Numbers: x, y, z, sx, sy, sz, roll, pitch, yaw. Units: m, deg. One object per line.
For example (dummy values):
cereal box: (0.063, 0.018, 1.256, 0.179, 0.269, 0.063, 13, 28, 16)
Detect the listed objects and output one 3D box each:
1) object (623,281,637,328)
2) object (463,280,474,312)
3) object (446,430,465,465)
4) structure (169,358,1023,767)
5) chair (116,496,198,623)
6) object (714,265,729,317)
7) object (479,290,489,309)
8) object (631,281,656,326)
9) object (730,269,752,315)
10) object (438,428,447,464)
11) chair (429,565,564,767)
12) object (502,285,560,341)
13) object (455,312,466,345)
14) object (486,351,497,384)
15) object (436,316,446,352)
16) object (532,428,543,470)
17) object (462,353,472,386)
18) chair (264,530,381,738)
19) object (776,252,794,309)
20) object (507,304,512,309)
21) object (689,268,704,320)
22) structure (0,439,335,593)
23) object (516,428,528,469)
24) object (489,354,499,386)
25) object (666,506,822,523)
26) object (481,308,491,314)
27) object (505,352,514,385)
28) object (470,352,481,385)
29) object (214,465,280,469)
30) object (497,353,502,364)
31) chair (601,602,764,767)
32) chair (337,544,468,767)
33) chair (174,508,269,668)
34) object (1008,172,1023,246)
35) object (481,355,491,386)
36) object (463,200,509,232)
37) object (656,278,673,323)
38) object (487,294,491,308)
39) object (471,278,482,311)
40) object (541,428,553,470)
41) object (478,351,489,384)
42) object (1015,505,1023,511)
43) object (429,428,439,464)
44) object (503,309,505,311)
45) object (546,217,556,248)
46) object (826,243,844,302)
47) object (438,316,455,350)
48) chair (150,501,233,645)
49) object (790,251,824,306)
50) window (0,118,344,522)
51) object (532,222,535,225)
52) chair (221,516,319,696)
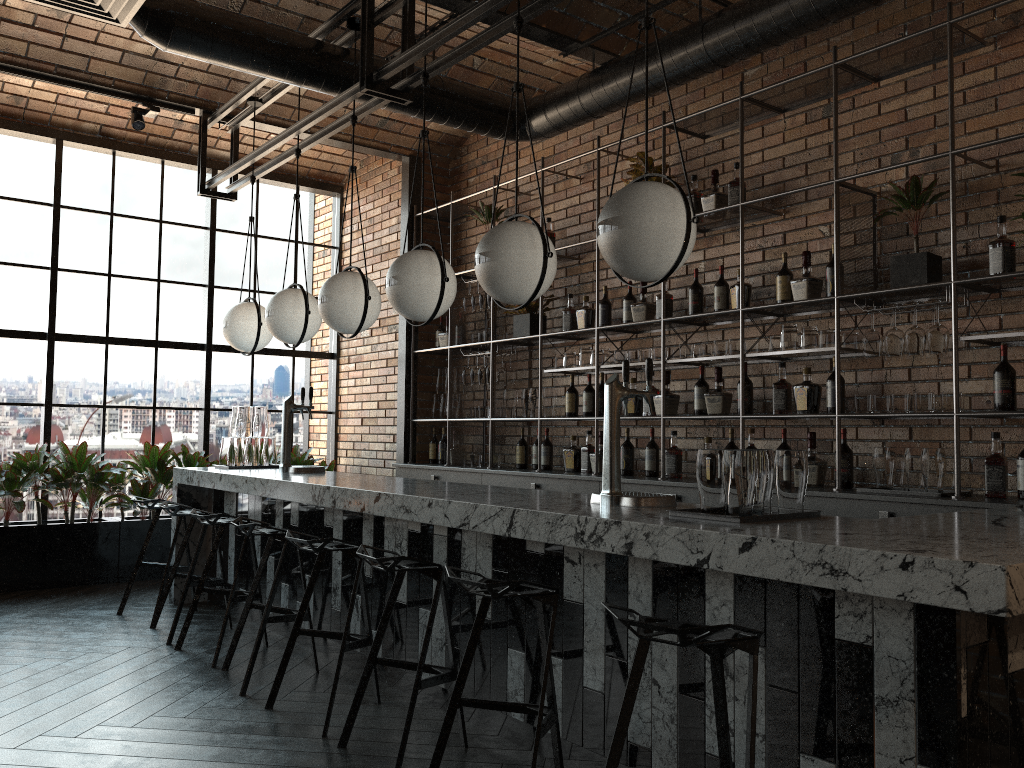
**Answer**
object: (0.749, -0.507, 5.633, 0.086, 0.298, 0.086, 0, -3, 11)
object: (-0.332, -0.684, 6.898, 0.092, 0.244, 0.092, 3, -4, -32)
object: (-0.450, 0.509, 7.092, 0.123, 0.279, 0.123, 2, -4, -24)
structure: (0.108, 0.687, 4.430, 1.930, 1.430, 5.346, 3, -4, -37)
chair: (-2.148, 1.069, 5.526, 0.475, 0.737, 0.414, -2, -4, 42)
object: (1.202, -0.534, 5.083, 0.086, 0.298, 0.086, 0, -3, 11)
object: (-0.205, -0.692, 6.732, 0.092, 0.244, 0.092, 3, -4, -32)
object: (0.818, -0.503, 5.508, 0.123, 0.279, 0.123, -2, -4, 41)
object: (1.273, -0.515, 4.935, 0.094, 0.248, 0.151, 1, -3, -9)
object: (-0.554, 0.504, 7.210, 0.086, 0.297, 0.086, 1, -3, -4)
chair: (0.017, 0.932, 2.705, 0.414, 0.737, 0.475, 4, -4, -42)
object: (0.145, -0.585, 6.371, 0.425, 0.526, 0.430, 2, -4, -25)
object: (-0.413, -0.435, 7.141, 0.086, 0.299, 0.086, 0, -3, 11)
object: (-0.149, -0.124, 6.617, 0.092, 0.244, 0.092, 3, -4, -32)
object: (-0.594, -0.421, 7.423, 0.086, 0.298, 0.086, 0, -3, 11)
object: (0.191, 0.462, 6.332, 0.086, 0.298, 0.086, 0, -3, 11)
object: (-0.339, -0.112, 6.865, 0.092, 0.244, 0.092, 3, -4, -32)
chair: (-0.714, 0.979, 3.658, 0.414, 0.737, 0.475, 4, -4, -42)
object: (1.451, -0.551, 4.716, 0.086, 0.299, 0.086, 0, -3, 11)
object: (-0.011, -0.689, 6.750, 0.092, 0.244, 0.092, 3, -4, -32)
object: (1.079, -0.529, 5.196, 0.086, 0.299, 0.086, 0, -3, 11)
structure: (-3.068, 0.967, 6.835, 4.107, 1.072, 0.757, 3, -4, -38)
object: (0.075, 0.468, 6.441, 0.086, 0.299, 0.086, 0, -3, 11)
object: (-0.141, -0.109, 6.878, 0.092, 0.244, 0.092, 3, -4, -32)
object: (0.728, 0.404, 2.767, 0.437, 0.019, 0.273, 3, -4, -37)
object: (-0.201, -0.677, 6.998, 0.092, 0.244, 0.092, 3, -4, -32)
object: (-0.018, -0.117, 6.717, 0.092, 0.244, 0.092, 3, -4, -32)
object: (-0.272, -0.116, 6.778, 0.092, 0.244, 0.092, 3, -4, -32)
object: (-1.785, 0.563, 6.046, 0.437, 0.019, 0.273, 3, -4, -37)
object: (-0.081, -0.113, 6.799, 0.092, 0.244, 0.092, 3, -4, -32)
chair: (0.445, 0.905, 2.147, 0.475, 0.737, 0.414, -2, -4, 42)
chair: (-0.338, 0.955, 3.167, 0.414, 0.737, 0.475, 3, -4, -32)
chair: (-1.458, 1.025, 4.627, 0.414, 0.737, 0.475, 4, -4, -42)
object: (2.046, -0.334, 3.000, 0.673, 1.546, 0.584, 1, -3, 1)
object: (-0.208, -0.105, 6.965, 0.092, 0.244, 0.092, 3, -4, -32)
object: (-0.165, -1.146, 6.906, 0.377, 0.554, 0.422, -2, -4, 40)
object: (0.927, -0.511, 5.389, 0.083, 0.282, 0.083, 3, -4, -37)
object: (-0.142, -0.696, 6.650, 0.092, 0.244, 0.092, 3, -4, -32)
object: (-0.265, -0.688, 6.811, 0.092, 0.244, 0.092, 3, -4, -32)
object: (0.244, 0.456, 6.223, 0.086, 0.298, 0.086, 0, -3, 11)
object: (-0.212, -0.120, 6.699, 0.092, 0.244, 0.092, 3, -4, -32)
object: (2.052, 0.434, 2.983, 0.622, 0.014, 0.622, -1, -4, 25)
object: (-0.646, 0.513, 7.381, 0.086, 0.299, 0.086, 0, -3, 11)
object: (-0.074, -0.685, 6.832, 0.092, 0.244, 0.092, 3, -4, -32)
object: (0.260, -1.041, 6.300, 0.083, 0.282, 0.083, 2, -4, -22)
object: (1.630, -0.563, 4.478, 0.086, 0.297, 0.086, 0, -3, 11)
object: (-0.521, -0.419, 7.253, 0.123, 0.279, 0.123, -2, -4, 41)
chair: (-1.800, 1.047, 5.074, 0.414, 0.737, 0.475, 3, -4, -32)
object: (1.525, -0.548, 4.587, 0.123, 0.279, 0.123, 2, -4, -29)
window: (-8.097, -0.624, 3.550, 16.179, 3.253, 0.168, 3, -4, -37)
object: (0.159, -1.034, 6.432, 0.083, 0.282, 0.083, -2, -4, 38)
chair: (-1.104, 1.003, 4.166, 0.414, 0.737, 0.475, 2, -4, -27)
